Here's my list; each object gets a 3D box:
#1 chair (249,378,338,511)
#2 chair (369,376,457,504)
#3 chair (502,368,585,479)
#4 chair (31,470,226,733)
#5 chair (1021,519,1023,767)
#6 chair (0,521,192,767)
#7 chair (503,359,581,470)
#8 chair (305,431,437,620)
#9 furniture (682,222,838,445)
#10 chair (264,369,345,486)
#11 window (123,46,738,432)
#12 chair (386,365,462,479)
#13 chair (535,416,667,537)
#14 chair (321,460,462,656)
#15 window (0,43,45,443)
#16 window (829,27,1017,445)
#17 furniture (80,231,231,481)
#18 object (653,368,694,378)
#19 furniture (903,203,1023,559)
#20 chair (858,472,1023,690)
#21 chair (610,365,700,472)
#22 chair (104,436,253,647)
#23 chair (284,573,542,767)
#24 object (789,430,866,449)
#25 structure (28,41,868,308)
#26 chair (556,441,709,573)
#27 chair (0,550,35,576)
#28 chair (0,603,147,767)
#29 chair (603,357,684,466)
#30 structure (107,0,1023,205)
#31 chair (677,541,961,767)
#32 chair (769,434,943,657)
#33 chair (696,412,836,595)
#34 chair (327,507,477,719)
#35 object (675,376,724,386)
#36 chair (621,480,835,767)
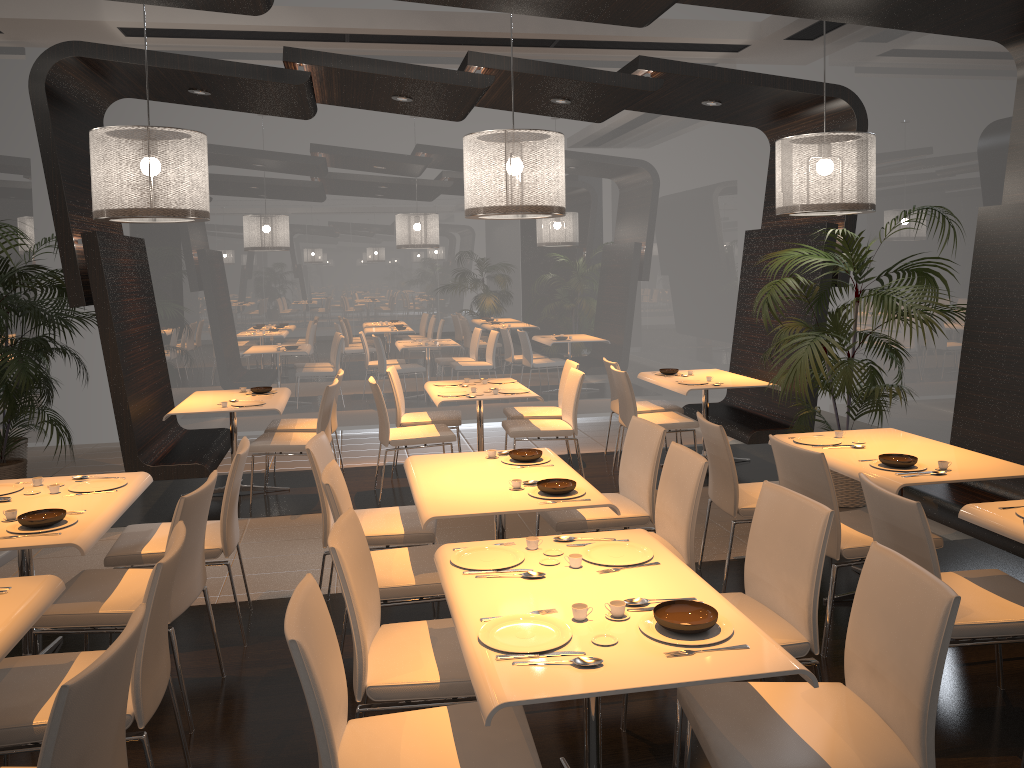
[{"bbox_3d":[-1.569,0.424,6.455,0.605,0.866,0.486,-1,4,-3],"label":"chair"},{"bbox_3d":[-0.752,0.389,6.611,0.605,0.870,0.486,-2,4,-13],"label":"chair"},{"bbox_3d":[0.251,0.339,6.813,0.605,0.866,0.486,-2,4,-8],"label":"chair"},{"bbox_3d":[-1.462,0.821,3.420,0.605,0.870,0.486,-1,4,-3],"label":"chair"},{"bbox_3d":[1.880,0.862,2.563,0.605,0.866,0.486,-2,4,-8],"label":"chair"},{"bbox_3d":[-1.284,0.920,2.640,0.605,0.870,0.486,-2,4,-13],"label":"chair"},{"bbox_3d":[0.257,0.257,7.460,0.605,0.870,0.486,-2,4,-8],"label":"chair"},{"bbox_3d":[-0.667,0.689,4.282,0.605,0.866,0.486,-1,4,-3],"label":"chair"},{"bbox_3d":[2.014,-0.476,7.423,0.757,1.668,1.409,-2,5,-10],"label":"furniture"},{"bbox_3d":[-1.643,0.345,7.087,0.605,0.870,0.486,-2,4,-8],"label":"chair"},{"bbox_3d":[-0.600,-1.529,9.196,6.581,3.963,0.070,-2,3,-11],"label":"window"},{"bbox_3d":[-0.720,0.294,7.311,0.605,0.866,0.486,-1,4,-3],"label":"chair"},{"bbox_3d":[0.447,0.640,4.483,0.605,0.866,0.486,-2,4,-13],"label":"chair"},{"bbox_3d":[-0.458,0.773,3.626,0.605,0.870,0.486,-2,4,-8],"label":"chair"},{"bbox_3d":[-7.675,-1.210,7.877,6.581,3.963,0.070,-2,3,-11],"label":"window"},{"bbox_3d":[3.896,-1.217,6.101,0.070,3.957,6.620,-2,6,-10],"label":"window"},{"bbox_3d":[-2.558,-0.270,6.570,0.757,1.668,1.409,-2,5,-10],"label":"furniture"},{"bbox_3d":[1.395,-0.102,7.643,0.303,0.044,0.367,-3,8,-11],"label":"object"},{"bbox_3d":[2.750,-0.012,3.760,0.757,1.666,2.919,-2,6,-10],"label":"furniture"},{"bbox_3d":[1.610,0.787,3.176,0.605,0.866,0.486,-1,4,-3],"label":"chair"},{"bbox_3d":[1.107,0.301,6.983,0.605,0.870,0.486,-2,4,-8],"label":"chair"},{"bbox_3d":[-1.520,0.730,4.112,0.605,0.866,0.486,-2,4,-13],"label":"chair"},{"bbox_3d":[-0.236,0.955,2.205,0.605,0.870,0.486,-2,4,-8],"label":"chair"},{"bbox_3d":[1.667,0.290,4.629,0.335,0.037,0.379,-3,8,-16],"label":"object"},{"bbox_3d":[-0.308,-1.565,6.932,5.935,1.721,1.409,-3,5,-11],"label":"structure"},{"bbox_3d":[0.505,0.730,3.790,0.605,0.866,0.486,-2,4,-8],"label":"chair"},{"bbox_3d":[-2.525,0.776,3.917,0.605,0.866,0.486,-1,4,-3],"label":"chair"},{"bbox_3d":[-1.151,1.003,1.962,0.605,0.866,0.486,-1,4,-3],"label":"chair"},{"bbox_3d":[1.113,0.214,7.629,0.605,0.866,0.486,-2,4,-8],"label":"chair"},{"bbox_3d":[-1.895,-1.001,2.836,10.665,1.729,2.919,-3,6,-11],"label":"structure"},{"bbox_3d":[0.790,0.918,2.323,0.605,0.870,0.486,-1,4,-3],"label":"chair"},{"bbox_3d":[1.525,0.683,4.004,0.605,0.870,0.486,-2,4,-13],"label":"chair"},{"bbox_3d":[1.300,0.605,4.634,0.605,0.870,0.486,-1,4,-3],"label":"chair"},{"bbox_3d":[-0.260,0.874,2.829,0.605,0.870,0.486,-1,4,-3],"label":"chair"},{"bbox_3d":[1.504,-0.022,7.036,0.335,0.037,0.379,-3,8,-16],"label":"object"},{"bbox_3d":[0.732,0.829,3.016,0.605,0.870,0.486,-2,4,-13],"label":"chair"}]
